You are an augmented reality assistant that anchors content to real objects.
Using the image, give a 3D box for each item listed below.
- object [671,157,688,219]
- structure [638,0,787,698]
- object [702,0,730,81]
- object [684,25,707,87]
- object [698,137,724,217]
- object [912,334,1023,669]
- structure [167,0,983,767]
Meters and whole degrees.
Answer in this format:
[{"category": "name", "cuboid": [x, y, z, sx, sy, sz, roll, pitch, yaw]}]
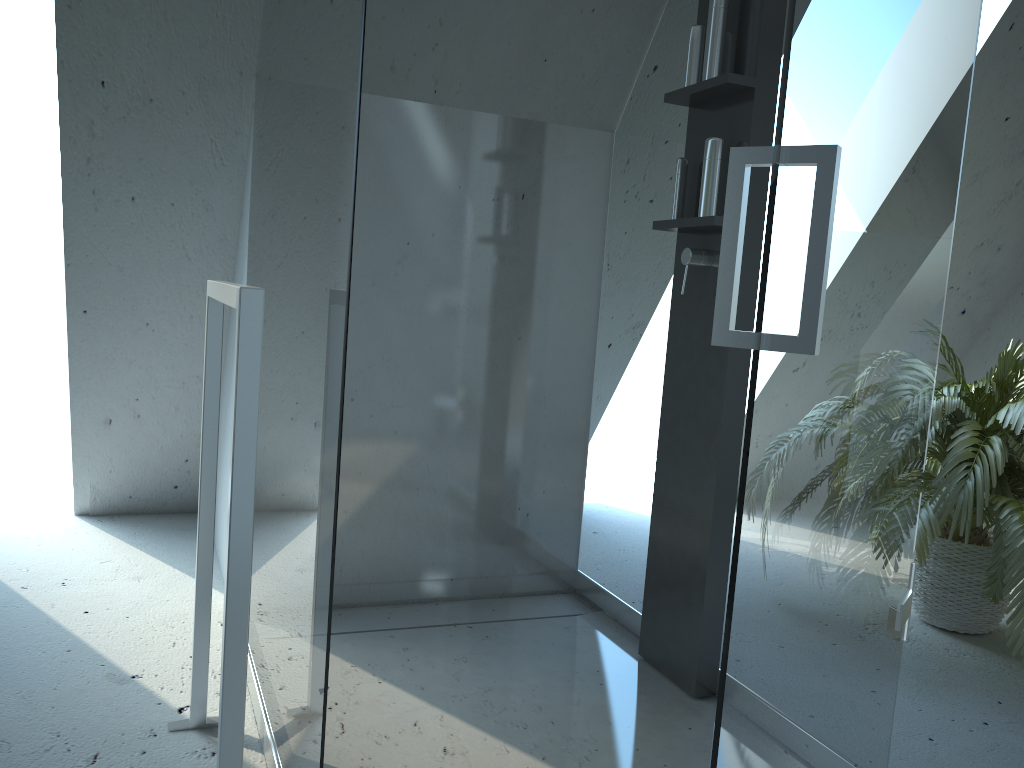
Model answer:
[{"category": "object", "cuboid": [0.391, -0.452, 2.066, 0.023, 0.144, 0.043, 8, 7, 34]}, {"category": "structure", "cuboid": [0.213, -0.292, 1.933, 0.612, 1.978, 0.250, 2, 6, -23]}, {"category": "object", "cuboid": [0.448, -0.768, 1.944, 0.043, 0.215, 0.043, 0, 7, -38]}, {"category": "object", "cuboid": [0.419, -0.741, 2.019, 0.043, 0.144, 0.023, 5, 6, 3]}, {"category": "object", "cuboid": [0.438, -0.453, 1.953, 0.043, 0.175, 0.023, 9, 7, 37]}, {"category": "object", "cuboid": [1.350, 0.271, 2.572, 1.112, 0.893, 1.132, -1, 8, -45]}, {"category": "structure", "cuboid": [0.080, -0.331, 1.544, 1.184, 2.114, 1.835, 2, 6, -23]}]
